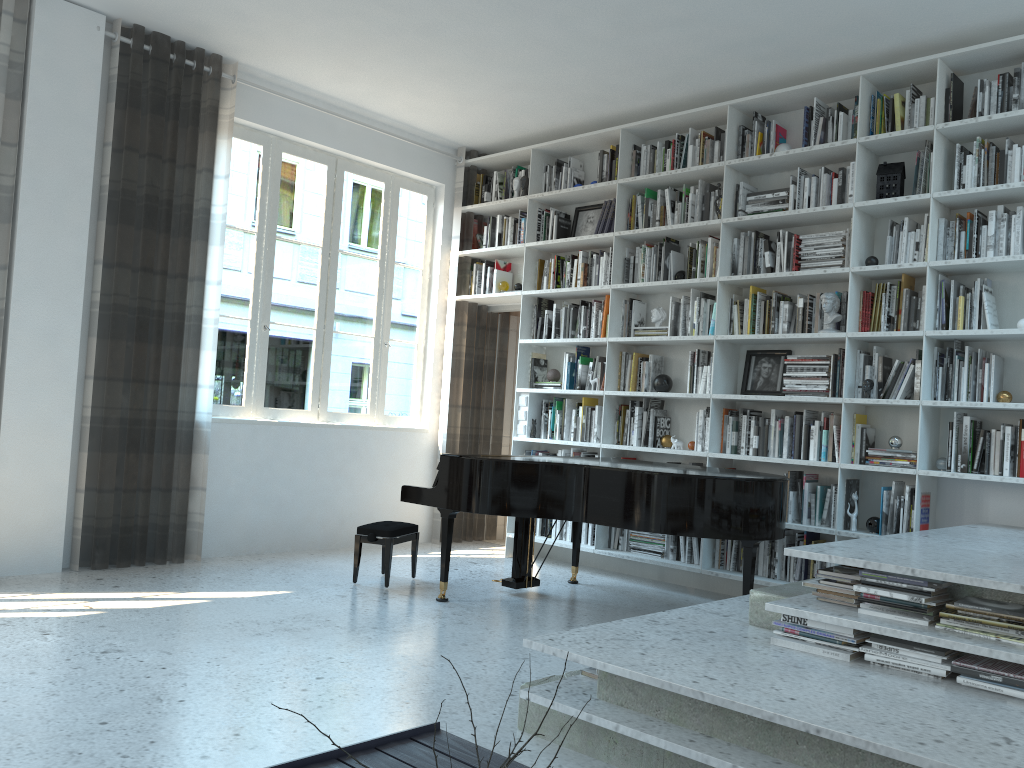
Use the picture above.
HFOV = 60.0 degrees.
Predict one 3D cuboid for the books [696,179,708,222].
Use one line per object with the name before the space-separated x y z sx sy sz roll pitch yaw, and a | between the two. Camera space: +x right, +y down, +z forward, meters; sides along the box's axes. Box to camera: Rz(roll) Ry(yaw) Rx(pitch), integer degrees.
books | 1.285 -1.183 5.889 0.011 0.313 0.183 2 -2 44

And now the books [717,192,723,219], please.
books | 1.409 -1.174 5.773 0.058 0.302 0.175 2 -2 44

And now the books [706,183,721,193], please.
books | 1.329 -1.169 5.877 0.022 0.290 0.146 2 -2 44

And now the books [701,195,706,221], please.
books | 1.309 -1.131 5.890 0.024 0.213 0.150 2 -3 44

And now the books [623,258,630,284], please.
books | 0.850 -0.774 6.267 0.015 0.207 0.186 2 -3 44

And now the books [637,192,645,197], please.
books | 0.922 -1.188 6.275 0.014 0.309 0.130 2 -2 44

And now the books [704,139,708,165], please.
books | 1.327 -1.496 5.865 0.013 0.207 0.178 2 -3 44

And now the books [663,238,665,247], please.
books | 1.071 -0.825 6.078 0.004 0.321 0.153 2 -2 44

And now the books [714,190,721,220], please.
books | 1.381 -1.141 5.824 0.024 0.237 0.153 2 -2 44

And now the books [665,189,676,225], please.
books | 1.115 -1.173 6.047 0.075 0.285 0.178 2 -3 44

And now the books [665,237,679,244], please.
books | 1.088 -0.829 6.066 0.005 0.331 0.161 2 -2 44

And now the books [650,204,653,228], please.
books | 1.015 -1.133 6.159 0.024 0.201 0.153 2 -3 44

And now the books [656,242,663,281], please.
books | 1.048 -0.811 6.081 0.011 0.291 0.176 2 -2 44

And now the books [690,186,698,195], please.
books | 1.239 -1.169 5.958 0.026 0.286 0.137 2 -2 44

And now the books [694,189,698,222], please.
books | 1.269 -1.156 5.920 0.028 0.261 0.135 2 -2 44

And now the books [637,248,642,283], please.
books | 0.940 -0.799 6.185 0.024 0.262 0.177 2 -2 44

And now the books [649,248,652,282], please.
books | 1.009 -0.797 6.133 0.010 0.261 0.169 2 -2 44

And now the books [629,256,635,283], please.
books | 0.883 -0.781 6.270 0.029 0.225 0.136 2 -2 44

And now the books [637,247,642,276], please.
books | 0.927 -0.807 6.197 0.012 0.276 0.157 2 -2 44

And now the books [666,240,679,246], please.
books | 1.090 -0.816 6.062 0.005 0.305 0.162 2 -2 44

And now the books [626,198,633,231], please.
books | 0.874 -1.165 6.270 0.023 0.256 0.175 2 -3 44

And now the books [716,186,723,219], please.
books | 1.397 -1.155 5.783 0.055 0.263 0.167 2 -3 44

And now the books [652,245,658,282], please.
books | 1.024 -0.806 6.105 0.011 0.279 0.169 2 -2 44

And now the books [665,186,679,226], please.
books | 1.101 -1.187 6.096 0.013 0.315 0.135 2 -2 44

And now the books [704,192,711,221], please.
books | 1.332 -1.133 5.844 0.030 0.217 0.182 2 -3 44

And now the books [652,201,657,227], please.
books | 1.030 -1.141 6.136 0.029 0.218 0.157 2 -3 44

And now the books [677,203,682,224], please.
books | 1.174 -1.118 5.998 0.028 0.180 0.168 2 -3 44

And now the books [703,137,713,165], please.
books | 1.324 -1.506 5.886 0.021 0.228 0.161 2 -3 44

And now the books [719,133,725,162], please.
books | 1.413 -1.507 5.811 0.026 0.237 0.149 2 -2 44

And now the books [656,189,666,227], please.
books | 1.051 -1.178 6.119 0.023 0.293 0.156 2 -2 44

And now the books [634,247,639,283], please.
books | 0.916 -0.808 6.212 0.026 0.279 0.151 2 -2 44

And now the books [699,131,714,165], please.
books | 1.308 -1.525 5.894 0.014 0.266 0.192 2 -3 44

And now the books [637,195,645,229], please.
books | 0.947 -1.171 6.228 0.067 0.274 0.168 2 -3 44

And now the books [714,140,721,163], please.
books | 1.384 -1.483 5.822 0.031 0.184 0.177 2 -3 44

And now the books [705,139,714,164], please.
books | 1.339 -1.492 5.849 0.026 0.200 0.187 2 -3 44

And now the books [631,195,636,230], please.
books | 0.898 -1.177 6.269 0.013 0.283 0.159 2 -2 44

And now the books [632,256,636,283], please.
books | 0.902 -0.777 6.251 0.024 0.219 0.140 2 -2 44

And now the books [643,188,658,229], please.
books | 0.973 -1.191 6.183 0.012 0.315 0.171 2 -2 44

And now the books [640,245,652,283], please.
books | 0.955 -0.810 6.161 0.010 0.283 0.184 2 -2 44

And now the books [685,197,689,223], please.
books | 1.214 -1.132 5.960 0.010 0.208 0.173 2 -3 44

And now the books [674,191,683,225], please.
books | 1.162 -1.161 6.023 0.027 0.265 0.168 2 -2 44

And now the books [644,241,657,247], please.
books | 0.963 -0.825 6.184 0.011 0.317 0.154 2 -2 44

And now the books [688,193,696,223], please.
books | 1.237 -1.140 5.923 0.021 0.226 0.191 2 -3 44

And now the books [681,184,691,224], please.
books | 1.193 -1.182 5.986 0.012 0.307 0.145 2 -2 44

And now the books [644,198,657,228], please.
books | 0.987 -1.154 6.168 0.031 0.242 0.181 2 -3 44

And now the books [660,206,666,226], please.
books | 1.075 -1.121 6.105 0.034 0.180 0.160 2 -3 44

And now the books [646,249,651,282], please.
books | 0.985 -0.794 6.123 0.012 0.251 0.184 2 -3 44

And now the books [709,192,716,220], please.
books | 1.353 -1.135 5.829 0.022 0.222 0.161 2 -3 44

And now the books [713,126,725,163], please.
books | 1.376 -1.533 5.843 0.013 0.285 0.159 2 -2 44

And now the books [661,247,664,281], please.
books | 1.069 -0.796 6.067 0.010 0.261 0.158 2 -2 44

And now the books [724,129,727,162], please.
books | 1.440 -1.518 5.798 0.029 0.261 0.151 2 -2 44

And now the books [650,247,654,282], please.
books | 1.013 -0.797 6.107 0.009 0.261 0.180 2 -3 44

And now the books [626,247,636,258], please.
books | 0.855 -0.812 6.290 0.012 0.285 0.159 2 -2 44

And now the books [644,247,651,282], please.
books | 0.976 -0.800 6.129 0.009 0.263 0.189 2 -3 44

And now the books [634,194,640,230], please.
books | 0.915 -1.178 6.250 0.010 0.287 0.148 2 -2 44

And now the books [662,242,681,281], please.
books | 1.083 -0.809 6.038 0.011 0.287 0.189 2 -2 44

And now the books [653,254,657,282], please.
books | 1.025 -0.771 6.091 0.011 0.209 0.181 2 -3 44

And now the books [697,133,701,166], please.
books | 1.289 -1.526 5.938 0.014 0.269 0.156 2 -2 44
